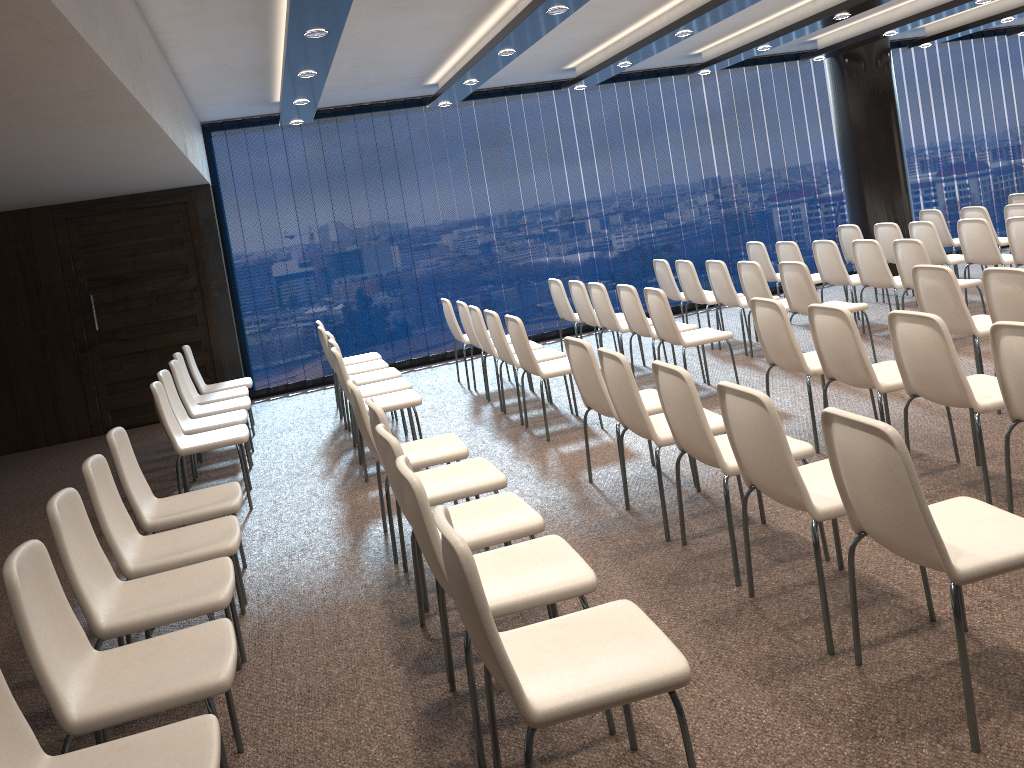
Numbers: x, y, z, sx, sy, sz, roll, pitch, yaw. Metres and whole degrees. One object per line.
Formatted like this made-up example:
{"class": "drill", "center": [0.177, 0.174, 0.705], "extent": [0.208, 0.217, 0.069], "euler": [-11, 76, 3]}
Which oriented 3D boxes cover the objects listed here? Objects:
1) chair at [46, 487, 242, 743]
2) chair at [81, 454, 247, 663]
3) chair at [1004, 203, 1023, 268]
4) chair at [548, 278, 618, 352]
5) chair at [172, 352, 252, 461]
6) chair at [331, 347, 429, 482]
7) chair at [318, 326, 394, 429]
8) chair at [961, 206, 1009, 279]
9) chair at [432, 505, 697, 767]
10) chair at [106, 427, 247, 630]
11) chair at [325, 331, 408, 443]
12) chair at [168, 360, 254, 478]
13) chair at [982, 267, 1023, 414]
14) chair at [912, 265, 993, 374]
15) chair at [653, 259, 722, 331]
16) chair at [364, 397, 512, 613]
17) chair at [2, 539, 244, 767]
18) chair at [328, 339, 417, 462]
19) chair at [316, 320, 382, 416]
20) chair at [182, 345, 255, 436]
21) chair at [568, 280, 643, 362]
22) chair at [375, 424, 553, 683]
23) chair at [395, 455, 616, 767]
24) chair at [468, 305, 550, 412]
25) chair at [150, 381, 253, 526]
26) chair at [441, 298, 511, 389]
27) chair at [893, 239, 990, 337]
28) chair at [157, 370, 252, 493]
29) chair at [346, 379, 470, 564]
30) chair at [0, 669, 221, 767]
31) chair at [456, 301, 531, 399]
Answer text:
{"class": "chair", "center": [-1.298, 0.781, 3.189], "extent": [0.562, 0.892, 0.534], "euler": [-10, 5, -15]}
{"class": "chair", "center": [-1.441, 0.699, 3.724], "extent": [0.562, 0.892, 0.533], "euler": [-10, 5, -16]}
{"class": "chair", "center": [5.561, -1.489, 9.210], "extent": [0.562, 0.892, 0.533], "euler": [-10, 5, -16]}
{"class": "chair", "center": [0.731, -0.697, 9.098], "extent": [0.562, 0.892, 0.533], "euler": [-10, 5, -15]}
{"class": "chair", "center": [-2.564, 0.125, 7.580], "extent": [0.562, 0.892, 0.534], "euler": [-10, 5, -15]}
{"class": "chair", "center": [-0.922, 0.140, 6.163], "extent": [0.561, 0.892, 0.534], "euler": [-10, 5, -13]}
{"class": "chair", "center": [-1.399, -0.126, 7.911], "extent": [0.562, 0.892, 0.534], "euler": [-10, 5, -15]}
{"class": "chair", "center": [5.416, -1.584, 9.817], "extent": [0.561, 0.892, 0.534], "euler": [-10, 5, -14]}
{"class": "chair", "center": [0.142, 0.727, 2.292], "extent": [0.561, 0.892, 0.534], "euler": [-10, 5, -12]}
{"class": "chair", "center": [-1.616, 0.611, 4.317], "extent": [0.562, 0.892, 0.533], "euler": [-10, 5, -16]}
{"class": "chair", "center": [-1.211, -0.042, 7.328], "extent": [0.562, 0.892, 0.534], "euler": [-10, 5, -15]}
{"class": "chair", "center": [-2.379, 0.204, 7.021], "extent": [0.561, 0.892, 0.534], "euler": [-10, 5, -14]}
{"class": "chair", "center": [3.063, -0.264, 4.979], "extent": [0.561, 0.892, 0.534], "euler": [-10, 5, -12]}
{"class": "chair", "center": [2.929, -0.360, 5.579], "extent": [0.561, 0.892, 0.534], "euler": [-10, 5, -13]}
{"class": "chair", "center": [1.877, -0.944, 9.426], "extent": [0.561, 0.892, 0.534], "euler": [-10, 5, -13]}
{"class": "chair", "center": [-0.327, 0.460, 4.039], "extent": [0.562, 0.892, 0.533], "euler": [-10, 5, -16]}
{"class": "chair", "center": [-1.104, 0.866, 2.598], "extent": [0.562, 0.892, 0.533], "euler": [-11, 5, -16]}
{"class": "chair", "center": [-1.056, 0.051, 6.726], "extent": [0.562, 0.892, 0.534], "euler": [-10, 5, -15]}
{"class": "chair", "center": [-1.549, -0.218, 8.504], "extent": [0.561, 0.892, 0.534], "euler": [-10, 5, -14]}
{"class": "chair", "center": [-2.699, 0.036, 8.145], "extent": [0.562, 0.892, 0.533], "euler": [-10, 5, -15]}
{"class": "chair", "center": [0.906, -0.609, 8.506], "extent": [0.562, 0.892, 0.533], "euler": [-10, 5, -16]}
{"class": "chair", "center": [-0.182, 0.555, 3.435], "extent": [0.562, 0.892, 0.533], "euler": [-11, 5, -16]}
{"class": "chair", "center": [-0.032, 0.640, 2.878], "extent": [0.561, 0.892, 0.534], "euler": [-10, 5, -13]}
{"class": "chair", "center": [-0.028, -0.287, 7.620], "extent": [0.561, 0.892, 0.534], "euler": [-10, 5, -13]}
{"class": "chair", "center": [-2.040, 0.381, 5.843], "extent": [0.562, 0.892, 0.533], "euler": [-10, 5, -16]}
{"class": "chair", "center": [-0.367, -0.467, 8.816], "extent": [0.561, 0.892, 0.534], "euler": [-10, 5, -13]}
{"class": "chair", "center": [3.607, -0.828, 7.424], "extent": [0.561, 0.892, 0.534], "euler": [-10, 5, -13]}
{"class": "chair", "center": [-2.230, 0.296, 6.431], "extent": [0.561, 0.892, 0.534], "euler": [-10, 5, -13]}
{"class": "chair", "center": [-0.523, 0.374, 4.638], "extent": [0.561, 0.892, 0.534], "euler": [-10, 5, -13]}
{"class": "chair", "center": [-0.965, 0.957, 2.017], "extent": [0.561, 0.892, 0.534], "euler": [-10, 5, -13]}
{"class": "chair", "center": [-0.172, -0.382, 8.222], "extent": [0.561, 0.892, 0.534], "euler": [-10, 5, -13]}
